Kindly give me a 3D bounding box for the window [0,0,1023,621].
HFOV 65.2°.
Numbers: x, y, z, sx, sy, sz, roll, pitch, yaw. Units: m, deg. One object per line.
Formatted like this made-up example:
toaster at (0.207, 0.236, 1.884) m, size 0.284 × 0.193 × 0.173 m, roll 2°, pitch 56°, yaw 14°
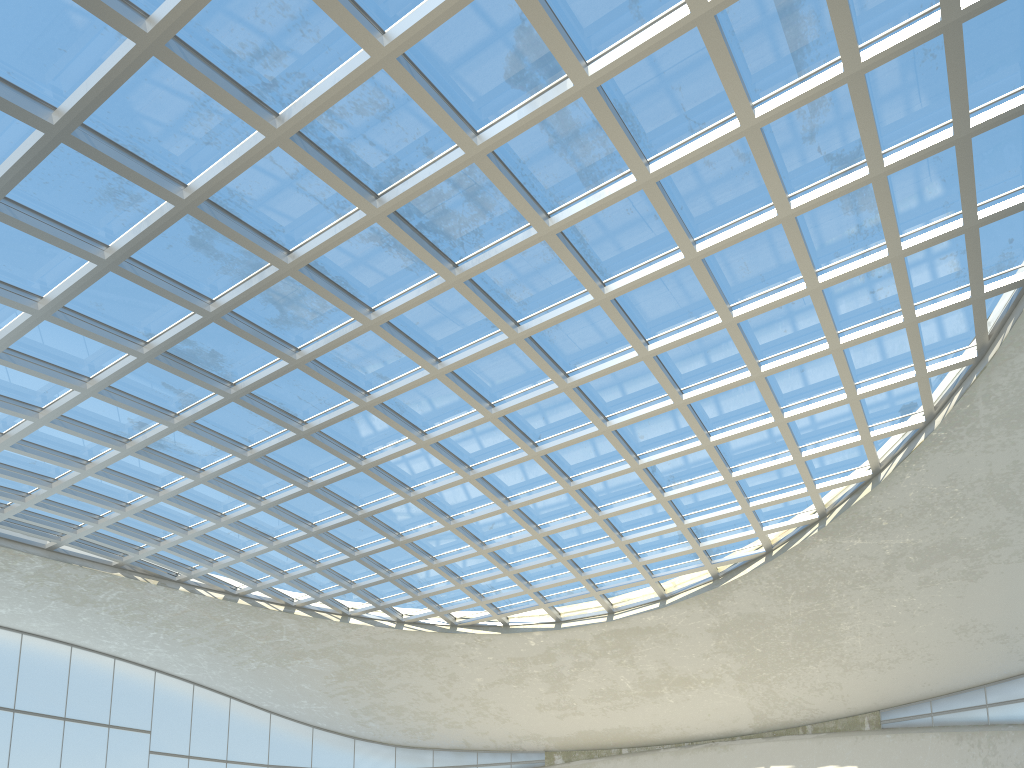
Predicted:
window at (-10.888, 3.917, 48.113) m, size 81.151 × 9.853 × 86.944 m, roll -19°, pitch -37°, yaw 27°
